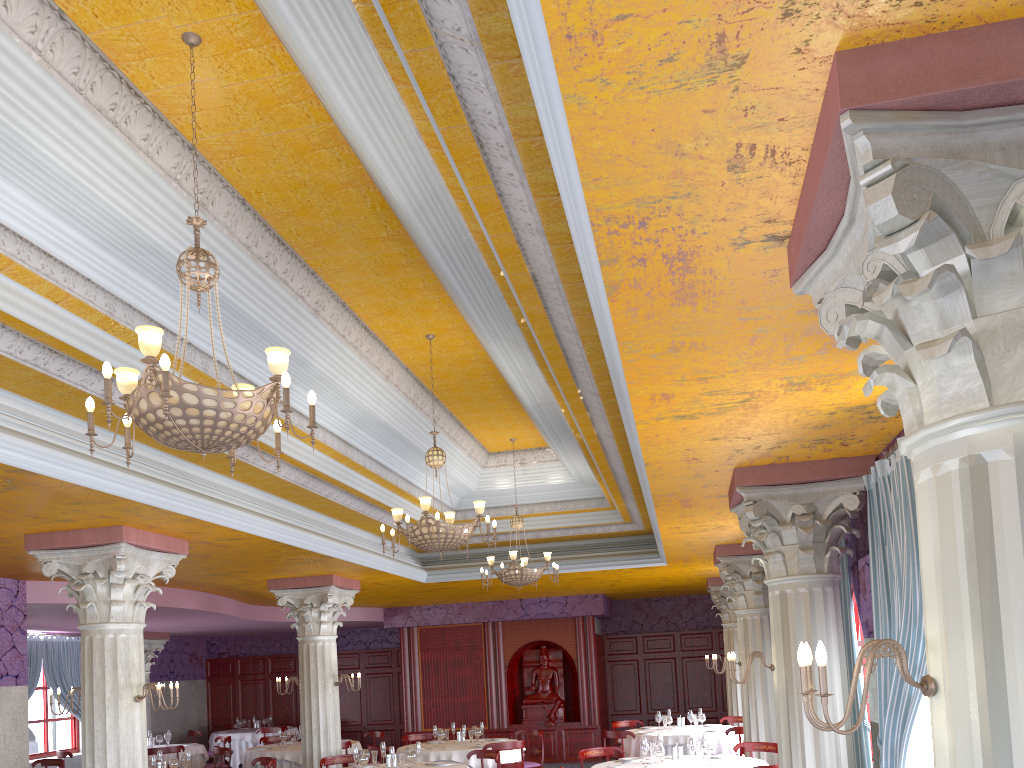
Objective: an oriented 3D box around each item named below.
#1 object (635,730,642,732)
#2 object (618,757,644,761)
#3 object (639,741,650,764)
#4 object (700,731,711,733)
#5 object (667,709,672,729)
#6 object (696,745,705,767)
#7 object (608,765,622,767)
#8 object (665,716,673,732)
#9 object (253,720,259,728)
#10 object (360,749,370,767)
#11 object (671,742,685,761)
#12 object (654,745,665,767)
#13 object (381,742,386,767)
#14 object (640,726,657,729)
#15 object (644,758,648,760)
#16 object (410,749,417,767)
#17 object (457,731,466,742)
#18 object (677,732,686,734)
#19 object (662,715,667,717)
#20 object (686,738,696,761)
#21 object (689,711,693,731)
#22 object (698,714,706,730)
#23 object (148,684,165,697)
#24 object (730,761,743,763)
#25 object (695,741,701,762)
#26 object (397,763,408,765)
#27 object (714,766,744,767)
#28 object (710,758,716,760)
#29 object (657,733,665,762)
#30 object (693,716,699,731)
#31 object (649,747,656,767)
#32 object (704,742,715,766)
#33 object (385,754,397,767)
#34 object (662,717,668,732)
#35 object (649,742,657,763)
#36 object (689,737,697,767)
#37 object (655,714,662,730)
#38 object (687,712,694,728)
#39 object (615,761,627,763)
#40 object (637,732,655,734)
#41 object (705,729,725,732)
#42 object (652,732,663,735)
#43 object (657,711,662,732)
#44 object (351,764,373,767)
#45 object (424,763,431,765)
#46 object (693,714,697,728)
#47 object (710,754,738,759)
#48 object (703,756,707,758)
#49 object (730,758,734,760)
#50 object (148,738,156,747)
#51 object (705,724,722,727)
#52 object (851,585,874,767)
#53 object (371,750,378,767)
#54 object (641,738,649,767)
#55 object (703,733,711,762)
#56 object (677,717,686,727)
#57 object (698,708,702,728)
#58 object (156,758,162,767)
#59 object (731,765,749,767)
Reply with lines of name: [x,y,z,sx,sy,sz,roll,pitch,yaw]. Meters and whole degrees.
object: [2.137,5.863,14.463,0.162,0.009,0.163,-14,-21,29]
object: [1.436,4.515,10.293,0.313,0.023,0.328,3,-19,-18]
object: [1.537,4.263,9.906,0.123,0.257,0.124,-6,-7,25]
object: [3.083,5.534,13.621,0.028,0.013,0.242,7,-21,-32]
object: [2.707,5.756,14.717,0.074,0.327,0.075,1,-6,-43]
object: [2.066,4.073,9.374,0.085,0.231,0.088,-2,-6,-9]
object: [1.174,4.367,9.781,0.159,0.009,0.166,-6,-19,10]
object: [2.575,5.571,14.029,0.122,0.257,0.126,-1,-7,-20]
object: [-6.204,8.250,20.795,0.144,0.206,0.074,-2,-5,-9]
object: [-1.836,4.711,10.729,0.122,0.257,0.126,-1,-7,-20]
object: [1.882,4.178,9.747,0.144,0.206,0.074,-2,-5,-9]
object: [1.612,4.074,9.347,0.122,0.257,0.126,-1,-7,-20]
object: [-1.629,4.707,10.859,0.074,0.327,0.075,1,-6,-43]
object: [2.399,6.011,14.975,0.314,0.023,0.327,-6,-19,10]
object: [1.601,4.539,10.376,0.028,0.013,0.242,7,-21,-32]
object: [-1.227,4.682,10.699,0.086,0.231,0.087,-4,-6,13]
object: [-0.823,5.664,13.817,0.144,0.206,0.074,-2,-5,-9]
object: [2.700,5.580,13.694,0.160,0.009,0.164,11,-23,-37]
object: [2.607,5.783,14.637,0.085,0.231,0.088,-2,-6,-9]
object: [2.096,4.259,9.983,0.122,0.257,0.126,-3,-6,2]
object: [2.923,5.501,13.981,0.074,0.327,0.075,1,-6,-43]
object: [3.134,5.567,14.106,0.123,0.257,0.124,-6,-7,25]
object: [-5.786,6.550,17.202,5.819,1.154,0.356,-18,-13,38]
object: [2.508,4.230,9.578,0.159,0.009,0.166,7,-21,-27]
object: [2.146,4.234,9.876,0.087,0.231,0.086,-7,-7,36]
object: [-1.428,4.961,11.169,0.159,0.009,0.166,-6,-19,10]
object: [2.284,4.051,9.022,0.314,0.023,0.327,-6,-19,10]
object: [2.350,4.359,9.946,0.030,0.010,0.144,7,-20,-29]
object: [1.744,4.259,10.036,0.074,0.327,0.075,-1,-5,-20]
object: [3.029,5.569,14.055,0.085,0.231,0.088,-2,-6,-9]
object: [1.563,4.125,9.453,0.087,0.231,0.086,-7,-7,36]
object: [2.171,4.070,9.424,0.122,0.257,0.126,-1,-7,-20]
object: [-1.491,4.626,10.570,0.144,0.206,0.074,-2,-5,-9]
object: [2.527,5.621,14.134,0.085,0.231,0.088,-2,-6,-9]
object: [1.644,4.287,9.955,0.086,0.231,0.087,-4,-6,13]
object: [1.960,4.005,9.299,0.074,0.327,0.075,1,-6,-43]
object: [2.500,5.759,14.588,0.123,0.257,0.124,-6,-7,25]
object: [3.059,5.755,14.665,0.122,0.257,0.126,-3,-6,2]
object: [1.312,4.492,10.171,0.022,0.003,0.263,9,-22,-32]
object: [2.186,5.672,13.913,0.314,0.023,0.327,-6,-19,10]
object: [3.248,5.547,13.704,0.314,0.023,0.327,-6,-19,10]
object: [2.331,5.615,13.759,0.258,0.019,0.057,7,-20,-29]
object: [2.446,5.612,14.240,0.074,0.327,0.075,1,-6,-43]
object: [-1.937,4.963,11.117,0.312,0.023,0.329,0,-18,-8]
object: [-1.020,4.899,11.062,0.258,0.019,0.057,7,-20,-29]
object: [3.109,5.731,14.558,0.087,0.231,0.086,-7,-7,36]
object: [2.497,4.390,10.084,0.314,0.023,0.327,-6,-19,10]
object: [2.353,4.451,10.238,0.258,0.019,0.057,7,-20,-29]
object: [2.580,4.337,9.919,0.234,0.013,0.028,9,-20,-33]
object: [-6.892,6.820,16.359,0.144,0.206,0.074,-2,-5,-9]
object: [3.461,5.887,14.766,0.314,0.023,0.327,-6,-19,10]
object: [3.988,2.926,9.218,0.161,2.460,3.714,-4,-14,10]
object: [-1.729,4.734,10.778,0.086,0.231,0.087,-4,-6,13]
object: [1.483,4.115,9.558,0.074,0.327,0.075,-5,-5,25]
object: [2.221,4.149,9.776,0.074,0.327,0.075,-3,-4,2]
object: [2.845,5.675,14.428,0.144,0.206,0.074,-2,-5,-9]
object: [3.184,5.645,14.458,0.074,0.327,0.075,1,-6,-43]
object: [-4.563,4.982,11.162,0.144,0.206,0.074,-2,-5,-9]
object: [2.440,4.092,9.167,0.055,0.019,0.268,6,-20,-27]
